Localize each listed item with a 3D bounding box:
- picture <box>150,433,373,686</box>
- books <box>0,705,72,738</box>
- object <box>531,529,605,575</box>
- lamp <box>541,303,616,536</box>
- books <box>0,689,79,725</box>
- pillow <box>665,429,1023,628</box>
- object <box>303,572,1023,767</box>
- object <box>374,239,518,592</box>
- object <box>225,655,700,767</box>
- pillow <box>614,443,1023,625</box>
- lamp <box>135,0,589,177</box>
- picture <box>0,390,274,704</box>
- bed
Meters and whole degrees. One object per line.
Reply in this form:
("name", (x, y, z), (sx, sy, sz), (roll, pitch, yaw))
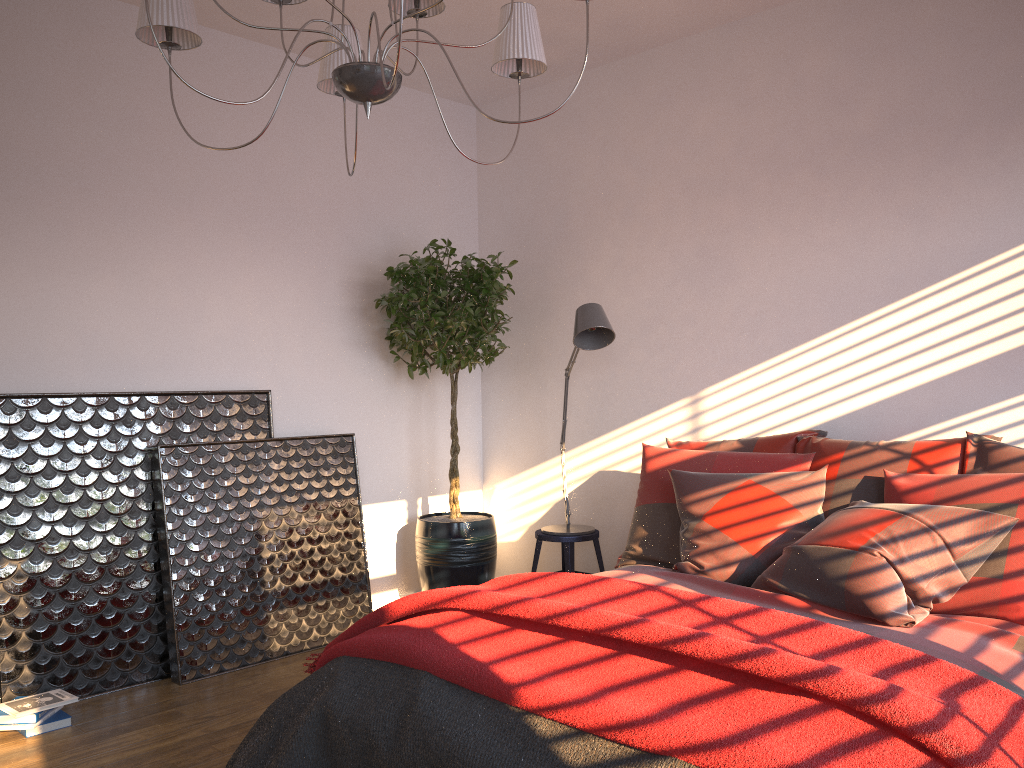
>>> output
("picture", (-1.128, 0.768, 4.150), (0.210, 1.029, 1.024), (2, 3, 44))
("books", (-1.770, 1.253, 3.310), (0.258, 0.050, 0.270), (-1, 0, -1))
("object", (0.292, 1.005, 4.608), (0.338, 0.481, 0.341), (1, 2, 44))
("lamp", (0.306, 0.199, 4.322), (0.279, 1.129, 0.787), (-1, 2, -5))
("books", (-1.802, 1.204, 3.299), (0.258, 0.050, 0.270), (-1, 0, 40))
("pillow", (1.203, 0.552, 3.230), (2.142, 0.735, 1.143), (-1, 0, 42))
("object", (0.298, 0.918, 2.355), (2.644, 0.661, 0.682), (-1, 1, 45))
("object", (-0.360, 0.251, 4.734), (0.800, 2.024, 0.812), (-3, 3, -43))
("object", (0.227, 0.949, 2.229), (2.505, 0.569, 1.120), (-1, 0, 44))
("pillow", (1.168, 0.525, 3.308), (1.814, 0.552, 0.527), (-1, 1, 45))
("lamp", (-0.359, -1.141, 2.133), (1.100, 1.081, 1.245), (0, 2, 44))
("picture", (-1.584, 0.660, 3.837), (0.172, 1.255, 1.247), (2, 3, 44))
("bed", (0.778, 0.844, 2.809), (2.036, 0.771, 2.310), (-1, 0, 44))
